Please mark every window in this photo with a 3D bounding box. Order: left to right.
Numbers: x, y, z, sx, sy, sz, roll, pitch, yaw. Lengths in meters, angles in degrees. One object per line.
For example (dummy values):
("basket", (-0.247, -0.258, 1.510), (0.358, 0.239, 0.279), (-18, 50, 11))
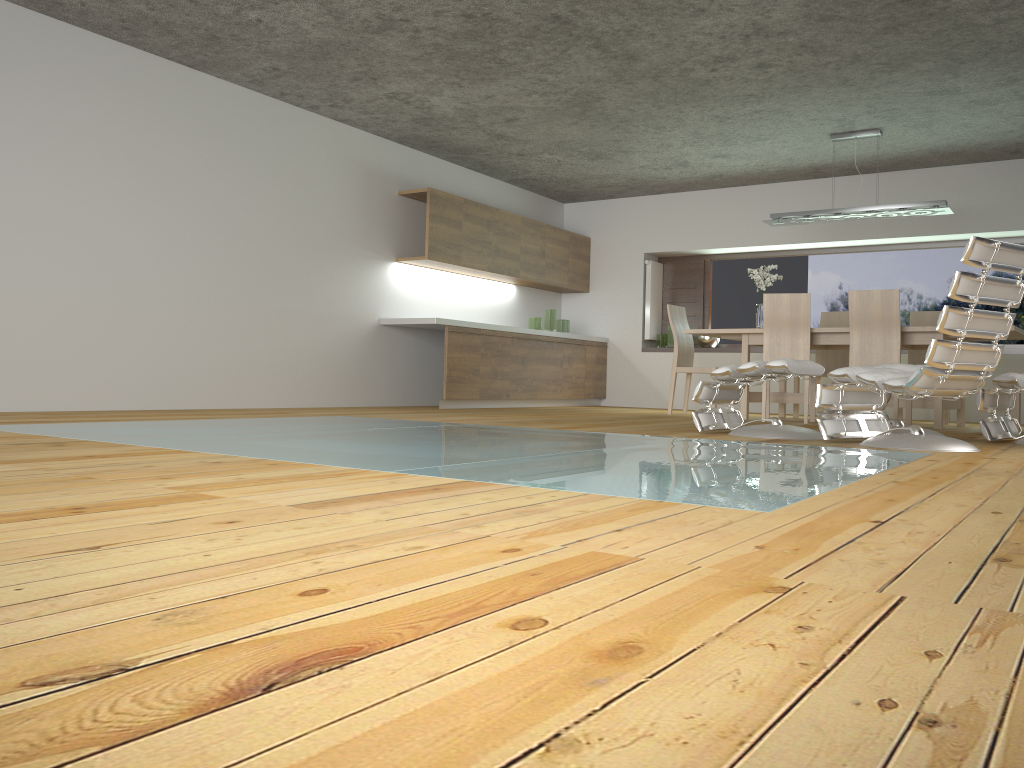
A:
("window", (4.030, -0.892, 9.095), (4.187, 0.979, 0.012), (2, -1, 33))

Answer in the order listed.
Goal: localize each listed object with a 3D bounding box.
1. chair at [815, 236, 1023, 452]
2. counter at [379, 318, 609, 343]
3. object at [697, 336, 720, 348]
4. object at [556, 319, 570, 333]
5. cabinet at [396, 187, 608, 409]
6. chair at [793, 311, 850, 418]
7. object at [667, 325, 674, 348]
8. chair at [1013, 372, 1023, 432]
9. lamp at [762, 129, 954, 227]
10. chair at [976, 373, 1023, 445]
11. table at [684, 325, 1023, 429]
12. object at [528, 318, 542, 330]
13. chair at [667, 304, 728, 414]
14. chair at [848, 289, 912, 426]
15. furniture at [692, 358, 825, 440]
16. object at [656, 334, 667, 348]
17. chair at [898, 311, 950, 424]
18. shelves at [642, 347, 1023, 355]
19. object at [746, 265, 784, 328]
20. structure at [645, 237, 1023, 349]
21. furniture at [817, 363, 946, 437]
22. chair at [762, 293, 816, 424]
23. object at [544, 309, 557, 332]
("chair", (2.035, -0.170, 4.380), (0.569, 0.969, 0.914), (2, -1, -32))
("counter", (-0.034, -0.541, 9.258), (0.652, 0.054, 3.283), (2, 0, 33))
("object", (2.207, -0.468, 9.966), (0.247, 0.137, 0.247), (2, 0, -22))
("object", (0.566, -0.633, 9.859), (0.111, 0.160, 0.112), (2, -1, -32))
("cabinet", (0.026, -0.769, 9.343), (0.656, 2.005, 3.089), (1, -1, 33))
("chair", (2.939, -0.187, 8.266), (0.404, 1.018, 0.506), (0, -2, 44))
("object", (1.840, -0.539, 10.116), (0.099, 0.259, 0.099), (1, -2, 38))
("chair", (4.052, -0.148, 6.548), (0.404, 1.018, 0.506), (3, -2, -44))
("lamp", (2.914, -1.766, 7.522), (1.490, 0.720, 0.290), (2, -1, 33))
("chair", (3.115, -0.142, 4.888), (0.914, 0.969, 0.569), (1, -1, 43))
("table", (2.843, -0.056, 7.402), (2.501, 0.756, 1.199), (2, 0, 36))
("object", (0.255, -0.641, 9.653), (0.112, 0.160, 0.111), (2, -1, -32))
("chair", (1.728, -0.221, 8.185), (0.506, 1.018, 0.404), (1, -1, 36))
("chair", (2.786, -0.184, 6.735), (0.404, 1.018, 0.506), (1, -1, 33))
("furniture", (1.457, 0.075, 5.070), (0.686, 0.440, 0.569), (1, 0, 40))
("object", (1.743, -0.495, 10.250), (0.112, 0.160, 0.111), (2, -1, -17))
("chair", (3.711, -0.164, 7.927), (0.404, 1.018, 0.506), (1, -1, 32))
("shelves", (3.638, -0.328, 9.045), (4.872, 0.054, 0.403), (2, 0, 33))
("object", (2.242, -0.758, 7.863), (0.304, 0.608, 0.302), (1, -1, 36))
("structure", (3.665, -0.872, 9.078), (4.876, 1.154, 0.525), (2, -1, 33))
("furniture", (2.296, 0.097, 5.369), (0.569, 0.440, 0.686), (2, 0, -21))
("chair", (2.233, -0.202, 7.168), (0.404, 1.018, 0.506), (1, -1, 22))
("object", (0.424, -0.684, 9.727), (0.099, 0.259, 0.099), (2, -1, -32))
